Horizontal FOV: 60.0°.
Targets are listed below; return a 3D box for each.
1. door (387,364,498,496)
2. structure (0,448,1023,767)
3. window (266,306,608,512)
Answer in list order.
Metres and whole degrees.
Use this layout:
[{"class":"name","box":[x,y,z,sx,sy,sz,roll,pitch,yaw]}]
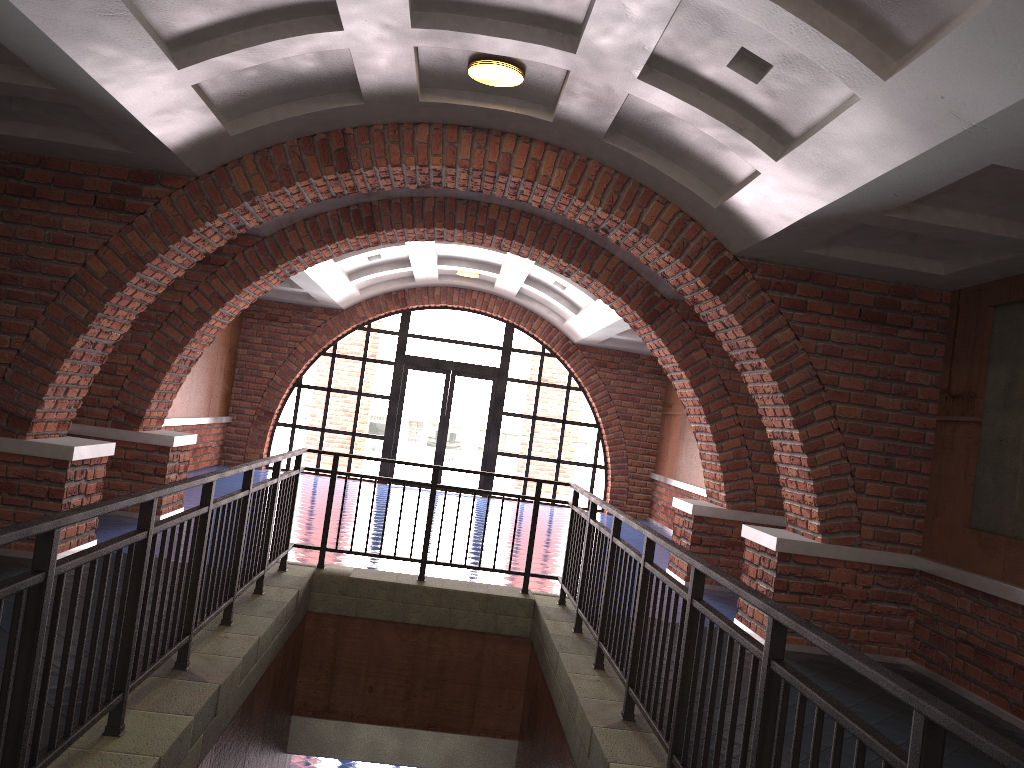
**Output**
[{"class":"door","box":[-1.270,0.847,16.377,1.754,2.236,0.040,8,-2,-4]},{"class":"structure","box":[-0.573,3.317,1.770,2.464,5.665,11.176,8,-2,-4]},{"class":"window","box":[-1.140,0.292,16.396,6.353,3.471,0.100,8,-2,-4]}]
